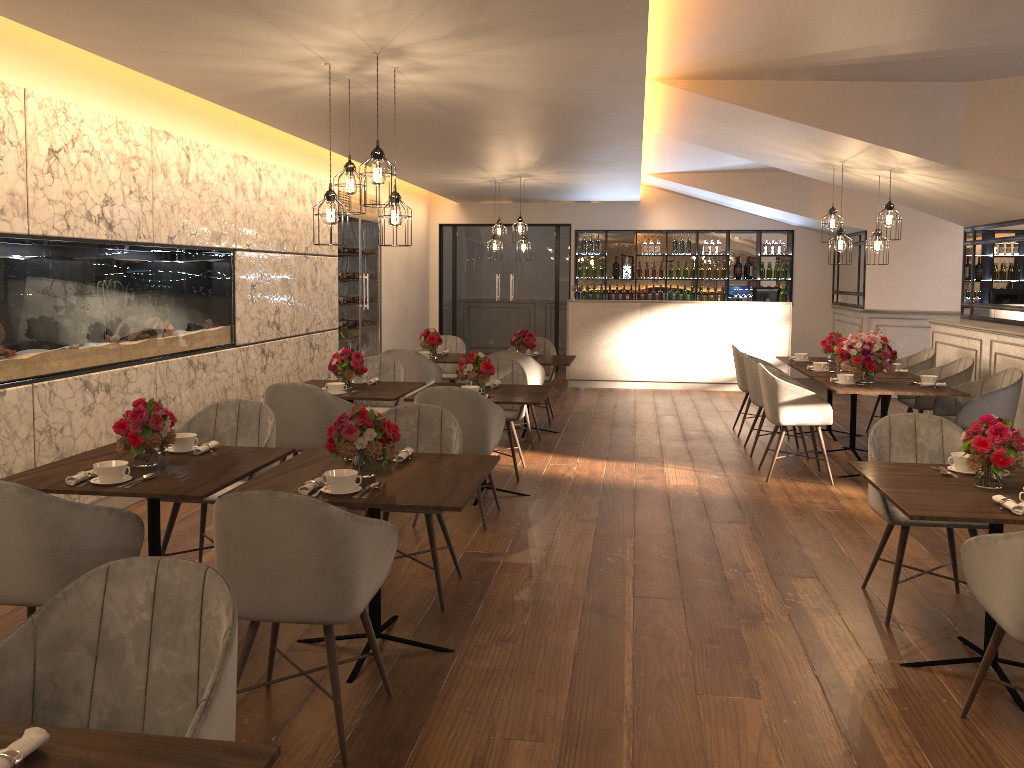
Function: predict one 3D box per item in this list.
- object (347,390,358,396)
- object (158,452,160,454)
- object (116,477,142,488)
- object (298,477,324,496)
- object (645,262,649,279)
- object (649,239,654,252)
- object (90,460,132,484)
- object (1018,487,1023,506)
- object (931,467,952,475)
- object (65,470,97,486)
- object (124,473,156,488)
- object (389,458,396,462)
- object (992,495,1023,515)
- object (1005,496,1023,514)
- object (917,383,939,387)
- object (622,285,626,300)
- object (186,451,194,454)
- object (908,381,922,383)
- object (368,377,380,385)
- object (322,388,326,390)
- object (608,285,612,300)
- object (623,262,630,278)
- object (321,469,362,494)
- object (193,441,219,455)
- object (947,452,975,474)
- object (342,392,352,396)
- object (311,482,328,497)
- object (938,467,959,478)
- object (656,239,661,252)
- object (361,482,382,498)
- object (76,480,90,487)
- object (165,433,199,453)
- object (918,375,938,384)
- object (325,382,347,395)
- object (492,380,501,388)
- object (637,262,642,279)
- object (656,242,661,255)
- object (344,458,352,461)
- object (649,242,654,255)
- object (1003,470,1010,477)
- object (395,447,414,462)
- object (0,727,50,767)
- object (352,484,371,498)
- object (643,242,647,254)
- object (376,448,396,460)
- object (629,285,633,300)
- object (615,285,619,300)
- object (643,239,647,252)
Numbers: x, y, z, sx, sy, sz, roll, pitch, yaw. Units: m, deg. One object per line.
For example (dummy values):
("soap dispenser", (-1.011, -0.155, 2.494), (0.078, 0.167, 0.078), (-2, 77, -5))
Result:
("object", (-1.069, 0.061, 5.954), (0.043, 0.015, 0.198), (1, 7, 4))
("object", (-1.573, 0.304, 3.998), (0.022, 0.004, 0.212), (1, 7, 8))
("object", (-1.461, 0.375, 3.422), (0.022, 0.004, 0.212), (1, 7, 8))
("object", (-0.744, 0.378, 3.294), (0.056, 0.039, 0.176), (1, 7, 8))
("object", (2.094, -1.768, 13.744), (0.065, 0.260, 0.066), (-1, 4, -13))
("object", (2.158, -2.131, 13.681), (0.069, 0.208, 0.040), (1, 4, 8))
("object", (-1.541, 0.342, 3.405), (0.148, 0.072, 0.149), (-1, 7, -14))
("object", (1.846, 0.405, 3.078), (0.148, 0.072, 0.149), (-3, 7, -24))
("object", (1.787, 0.359, 3.681), (0.043, 0.015, 0.198), (2, 7, 12))
("object", (-1.654, 0.356, 3.421), (0.056, 0.039, 0.176), (1, 7, 8))
("object", (-1.435, 0.371, 3.411), (0.043, 0.015, 0.198), (2, 7, 12))
("object", (-0.505, 0.317, 3.865), (0.025, 0.024, 0.193), (1, 7, 8))
("object", (1.733, 0.419, 3.094), (0.056, 0.039, 0.176), (1, 7, 8))
("object", (1.768, 0.426, 3.099), (0.025, 0.024, 0.193), (1, 7, 8))
("object", (3.111, 0.008, 6.578), (0.192, 0.024, 0.025), (1, 5, 8))
("object", (1.748, -1.416, 13.816), (0.065, 0.260, 0.066), (-1, 4, -13))
("object", (-1.415, 0.295, 3.993), (0.025, 0.024, 0.193), (1, 7, 8))
("object", (3.128, -0.011, 6.770), (0.197, 0.015, 0.043), (1, 7, 4))
("object", (-1.022, -0.022, 6.541), (0.056, 0.039, 0.176), (1, 7, 8))
("object", (-1.297, 0.047, 5.965), (0.056, 0.039, 0.176), (1, 7, 8))
("object", (1.529, -1.421, 13.846), (0.065, 0.260, 0.066), (-1, 4, -13))
("object", (1.789, -1.783, 13.784), (0.108, 0.280, 0.108), (-3, 5, -36))
("object", (-0.631, 0.364, 3.278), (0.148, 0.072, 0.149), (-1, 7, -14))
("object", (-1.380, 0.288, 3.997), (0.056, 0.039, 0.176), (1, 7, 8))
("object", (1.895, 0.331, 3.684), (0.148, 0.072, 0.149), (-3, 7, -24))
("object", (-1.103, 0.065, 5.966), (0.022, 0.004, 0.212), (1, 7, 8))
("object", (-0.709, 0.385, 3.299), (0.025, 0.024, 0.193), (1, 7, 8))
("object", (1.814, 0.367, 3.671), (0.022, 0.004, 0.212), (1, 7, 8))
("object", (2.258, -2.129, 13.667), (0.069, 0.208, 0.040), (1, 4, 8))
("object", (-0.517, 0.393, 3.283), (0.043, 0.015, 0.198), (1, 7, 4))
("object", (-1.619, 0.363, 3.427), (0.025, 0.024, 0.193), (1, 7, 8))
("object", (-1.492, 0.268, 4.011), (0.148, 0.072, 0.149), (-1, 7, -14))
("object", (3.131, -0.025, 6.654), (0.148, 0.072, 0.149), (-5, 8, -39))
("object", (-1.184, 0.032, 5.948), (0.148, 0.072, 0.149), (-5, 8, -39))
("object", (-0.112, 0.000, 6.414), (0.056, 0.039, 0.176), (1, 7, 8))
("object", (1.985, -1.770, 13.760), (0.065, 0.260, 0.066), (-1, 4, -13))
("object", (2.258, -2.093, 13.669), (0.070, 0.189, 0.041), (1, 4, 7))
("object", (-0.697, 0.318, 3.883), (0.043, 0.015, 0.198), (1, 7, 4))
("object", (2.158, -2.095, 13.683), (0.070, 0.189, 0.041), (1, 4, 7))
("object", (2.007, 0.350, 3.670), (0.056, 0.039, 0.176), (1, 7, 8))
("object", (-0.470, 0.309, 3.870), (0.056, 0.039, 0.176), (1, 7, 8))
("object", (-0.814, 0.608, 1.420), (0.056, 0.039, 0.176), (1, 7, 8))
("object", (-0.551, 0.397, 3.295), (0.022, 0.004, 0.212), (1, 7, 8))
("object", (2.059, -2.098, 13.697), (0.070, 0.189, 0.041), (1, 4, 7))
("object", (-0.583, 0.290, 3.884), (0.148, 0.072, 0.149), (-1, 7, -14))
("object", (1.857, -1.413, 13.800), (0.065, 0.260, 0.066), (-1, 4, -13))
("object", (1.638, -1.418, 13.831), (0.065, 0.260, 0.066), (-1, 4, -13))
("object", (2.059, -2.134, 13.695), (0.069, 0.208, 0.040), (1, 4, 8))
